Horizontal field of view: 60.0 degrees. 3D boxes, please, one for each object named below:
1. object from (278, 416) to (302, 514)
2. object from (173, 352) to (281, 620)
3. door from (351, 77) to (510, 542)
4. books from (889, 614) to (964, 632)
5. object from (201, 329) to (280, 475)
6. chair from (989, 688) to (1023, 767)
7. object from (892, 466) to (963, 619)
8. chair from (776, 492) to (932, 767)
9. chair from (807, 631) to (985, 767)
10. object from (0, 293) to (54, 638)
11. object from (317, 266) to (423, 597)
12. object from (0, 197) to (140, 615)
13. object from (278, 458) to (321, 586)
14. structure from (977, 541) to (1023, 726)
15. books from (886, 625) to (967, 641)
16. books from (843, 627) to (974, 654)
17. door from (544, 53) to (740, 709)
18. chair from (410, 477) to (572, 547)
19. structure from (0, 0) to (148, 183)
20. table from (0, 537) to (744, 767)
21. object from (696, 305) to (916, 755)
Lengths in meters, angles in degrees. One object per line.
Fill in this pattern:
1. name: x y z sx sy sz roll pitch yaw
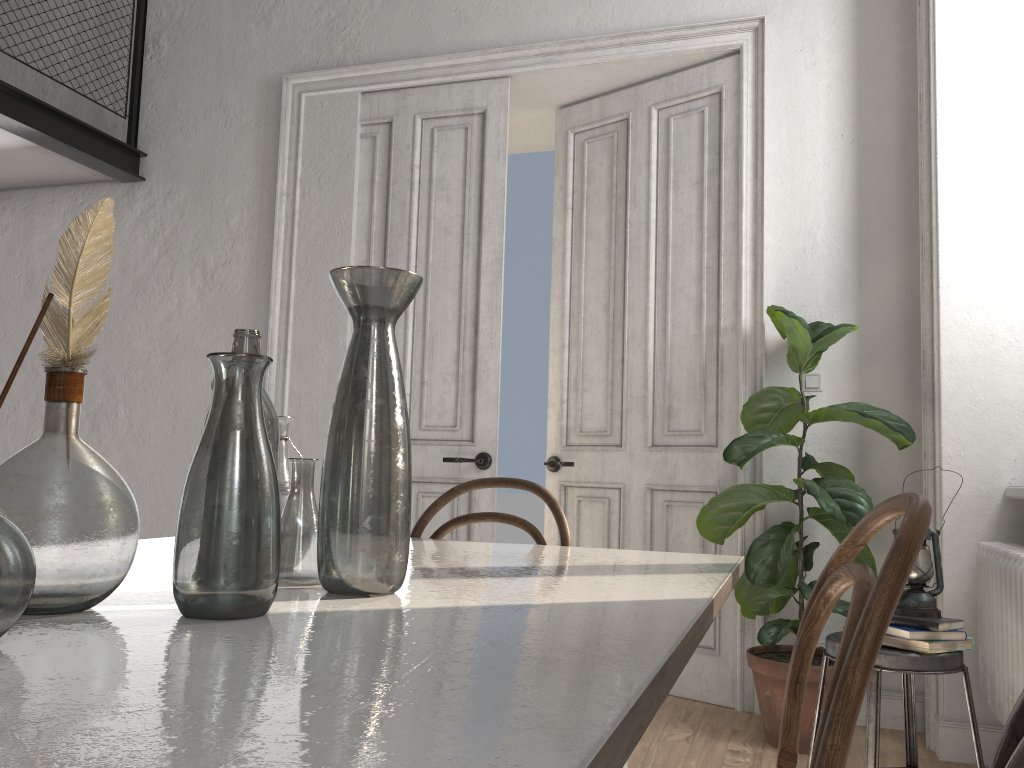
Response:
1. object: -0.353 0.158 1.301 0.132 0.219 0.132 1 -6 7
2. object: -0.277 0.099 0.880 0.100 0.254 0.098 2 -5 -5
3. door: -0.568 -0.062 4.293 1.097 2.812 0.216 0 -6 19
4. books: 1.023 0.608 2.288 0.147 0.027 0.221 7 -8 -40
5. object: -0.311 0.088 1.012 0.086 0.301 0.086 1 -5 4
6. chair: 0.066 0.512 0.415 0.549 0.920 0.438 -1 -6 25
7. object: 1.054 0.405 2.288 0.154 0.383 0.163 3 -6 -8
8. chair: 0.166 0.574 0.982 0.549 0.920 0.438 0 -6 16
9. chair: 0.988 0.933 2.298 0.360 0.522 0.364 3 -6 -8
10. object: -0.425 0.061 0.692 0.107 0.283 0.107 1 -6 13
11. object: -0.173 0.058 1.075 0.116 0.382 0.116 -1 -6 29
12. object: -0.445 -0.002 0.884 0.157 0.445 0.157 -2 -7 36
13. object: -0.272 0.175 1.138 0.083 0.158 0.083 0 -6 14
14. structure: 0.843 -1.221 0.688 0.340 4.470 5.186 0 -6 18
15. books: 1.023 0.631 2.288 0.163 0.029 0.232 3 -6 -11
16. books: 1.023 0.658 2.297 0.194 0.034 0.246 5 -7 -32
17. door: 0.589 -0.046 4.095 1.097 2.812 0.216 -3 -7 43
18. chair: -0.135 0.647 1.780 0.438 0.920 0.549 -1 -6 26
19. structure: -4.844 -2.015 2.685 4.158 1.212 5.932 0 -6 18
20. table: -0.412 0.610 0.842 1.100 0.779 2.202 0 -6 18
21. object: 0.068 0.101 0.936 0.792 1.841 5.832 -1 -6 23
